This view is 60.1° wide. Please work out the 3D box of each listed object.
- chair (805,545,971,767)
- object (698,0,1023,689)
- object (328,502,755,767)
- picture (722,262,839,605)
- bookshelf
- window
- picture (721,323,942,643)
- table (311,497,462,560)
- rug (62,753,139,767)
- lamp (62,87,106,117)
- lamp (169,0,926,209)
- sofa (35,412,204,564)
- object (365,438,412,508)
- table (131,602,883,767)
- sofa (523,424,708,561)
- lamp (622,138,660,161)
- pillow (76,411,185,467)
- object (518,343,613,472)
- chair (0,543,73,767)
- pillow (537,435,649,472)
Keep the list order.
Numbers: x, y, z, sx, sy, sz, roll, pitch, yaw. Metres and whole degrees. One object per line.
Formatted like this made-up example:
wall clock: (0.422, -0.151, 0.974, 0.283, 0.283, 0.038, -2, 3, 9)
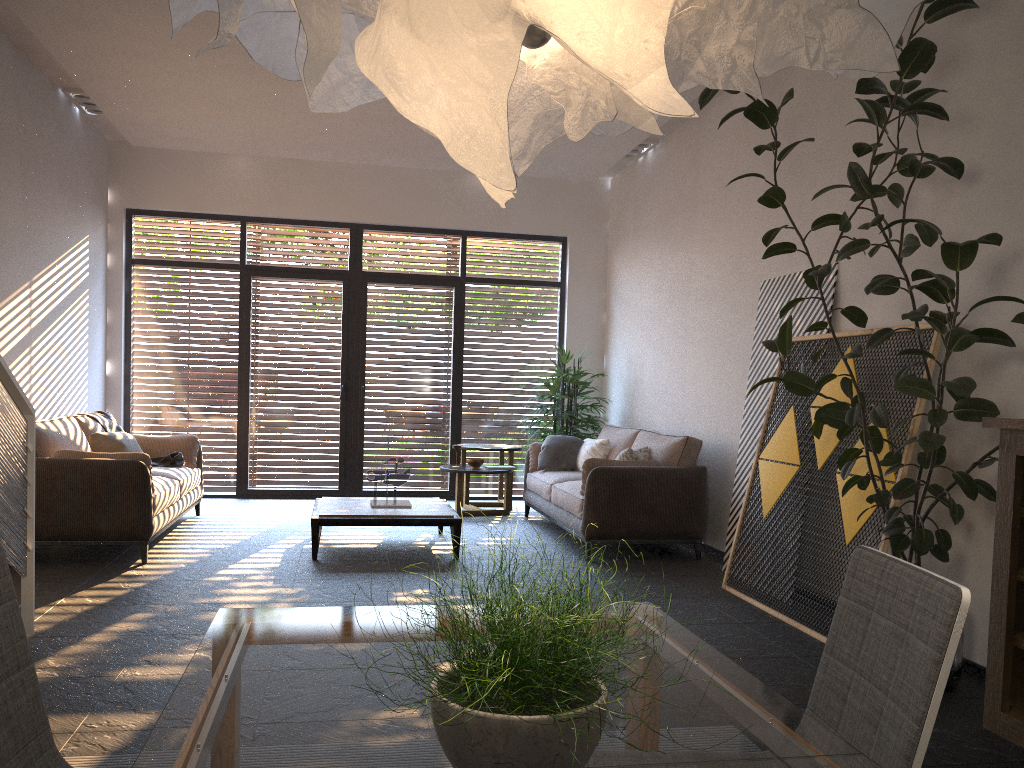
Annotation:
chair: (0.439, 0.783, 1.653, 0.601, 0.922, 0.474, 2, 2, -1)
object: (1.655, -0.302, 3.759, 0.908, 3.207, 2.007, 0, 2, -33)
object: (0.029, 0.344, 1.173, 0.531, 0.368, 0.666, 2, 0, -16)
picture: (1.682, 0.298, 5.658, 0.207, 2.024, 0.955, 1, 2, -11)
bookshelf: (2.145, 0.717, 2.448, 0.451, 1.174, 1.915, 1, 1, -11)
window: (-1.708, -0.263, 9.525, 4.943, 3.036, 0.458, 2, 3, -11)
picture: (1.686, 0.505, 4.897, 0.386, 1.609, 1.494, 1, 1, -11)
table: (-0.976, 1.078, 6.739, 1.049, 0.308, 1.114, 2, 0, -11)
rug: (-0.009, 1.222, 1.218, 2.371, 0.006, 3.680, 2, 0, -11)
lamp: (-3.573, -2.394, 7.490, 0.253, 0.066, 0.644, 2, 0, -11)
lamp: (0.108, -2.826, 1.020, 1.117, 5.225, 1.059, 2, 3, 0)
sofa: (-3.046, 0.710, 6.796, 0.993, 0.921, 2.317, 2, 0, -11)
object: (-0.922, -1.344, 2.376, 0.365, 4.482, 8.894, 2, 0, 1)
table: (0.000, 0.868, 1.184, 0.997, 0.716, 1.797, 2, 0, -11)
sofa: (0.796, 0.834, 7.532, 0.993, 0.921, 2.317, 2, 0, -11)
lamp: (1.167, -2.241, 8.398, 0.253, 0.066, 0.644, 2, 0, -11)
pillow: (-3.312, 0.584, 7.243, 0.955, 0.709, 1.017, 2, 1, 13)
object: (0.540, 0.434, 9.112, 0.912, 1.727, 0.978, 4, 3, 44)
chair: (-0.647, 0.748, 1.459, 0.601, 0.922, 0.474, 2, 2, -8)
pillow: (0.669, 0.644, 7.536, 0.618, 0.343, 1.890, 2, 0, -11)
